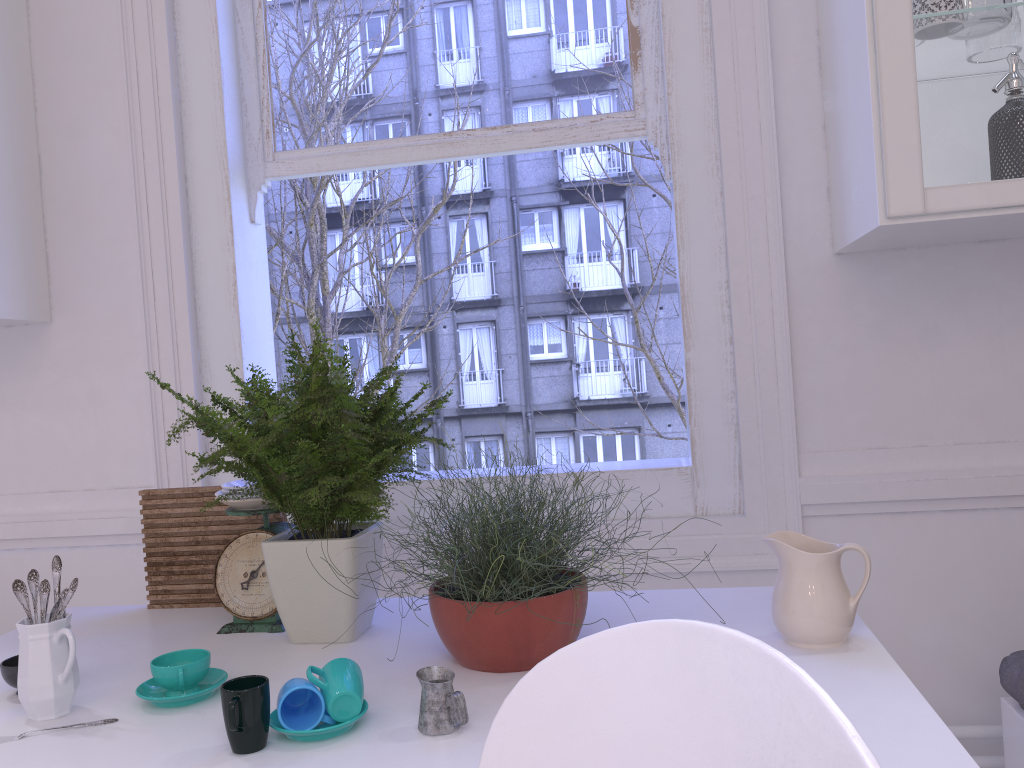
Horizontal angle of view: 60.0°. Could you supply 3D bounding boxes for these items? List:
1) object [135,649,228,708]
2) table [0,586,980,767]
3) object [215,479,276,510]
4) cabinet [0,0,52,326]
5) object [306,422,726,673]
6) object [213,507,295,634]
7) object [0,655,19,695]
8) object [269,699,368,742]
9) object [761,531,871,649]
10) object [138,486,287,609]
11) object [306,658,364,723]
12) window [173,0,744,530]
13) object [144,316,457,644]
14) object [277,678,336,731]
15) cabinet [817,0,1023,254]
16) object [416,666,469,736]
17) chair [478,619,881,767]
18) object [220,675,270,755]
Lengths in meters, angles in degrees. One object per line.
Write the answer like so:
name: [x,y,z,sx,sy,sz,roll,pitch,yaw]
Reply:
object: [-0.459,0.408,1.235,0.121,0.055,0.121,-5,1,-40]
table: [-0.206,0.727,1.349,1.514,0.619,0.736,-4,1,9]
object: [-0.460,0.200,1.629,0.163,0.047,0.164,-5,1,-31]
cabinet: [-1.589,-0.770,1.976,0.823,1.311,0.425,-4,1,9]
object: [0.008,0.236,1.328,0.668,0.367,0.531,-3,1,34]
object: [-0.448,0.327,1.619,0.159,0.208,0.185,-4,1,9]
object: [-0.708,0.428,1.308,0.079,0.048,0.082,-5,1,-31]
object: [-0.237,0.412,1.088,0.121,0.021,0.121,-5,1,-40]
object: [0.440,0.296,1.291,0.127,0.152,0.115,-4,1,-8]
object: [-0.585,0.320,1.750,0.294,0.237,0.028,-4,1,9]
object: [-0.217,0.378,1.093,0.069,0.059,0.082,-4,1,-13]
window: [-0.153,-0.568,2.091,1.234,1.782,0.181,-4,1,9]
object: [-0.336,0.159,1.480,0.438,0.527,0.368,-4,1,9]
object: [-0.254,0.387,1.087,0.069,0.058,0.080,-4,1,-18]
cabinet: [0.990,-0.946,1.552,0.823,1.311,0.425,-4,1,9]
object: [-0.082,0.378,1.063,0.066,0.067,0.052,-4,1,10]
chair: [-0.014,0.613,0.519,0.483,0.845,0.604,-5,1,-35]
object: [-0.316,0.390,1.037,0.055,0.077,0.070,-3,1,35]
